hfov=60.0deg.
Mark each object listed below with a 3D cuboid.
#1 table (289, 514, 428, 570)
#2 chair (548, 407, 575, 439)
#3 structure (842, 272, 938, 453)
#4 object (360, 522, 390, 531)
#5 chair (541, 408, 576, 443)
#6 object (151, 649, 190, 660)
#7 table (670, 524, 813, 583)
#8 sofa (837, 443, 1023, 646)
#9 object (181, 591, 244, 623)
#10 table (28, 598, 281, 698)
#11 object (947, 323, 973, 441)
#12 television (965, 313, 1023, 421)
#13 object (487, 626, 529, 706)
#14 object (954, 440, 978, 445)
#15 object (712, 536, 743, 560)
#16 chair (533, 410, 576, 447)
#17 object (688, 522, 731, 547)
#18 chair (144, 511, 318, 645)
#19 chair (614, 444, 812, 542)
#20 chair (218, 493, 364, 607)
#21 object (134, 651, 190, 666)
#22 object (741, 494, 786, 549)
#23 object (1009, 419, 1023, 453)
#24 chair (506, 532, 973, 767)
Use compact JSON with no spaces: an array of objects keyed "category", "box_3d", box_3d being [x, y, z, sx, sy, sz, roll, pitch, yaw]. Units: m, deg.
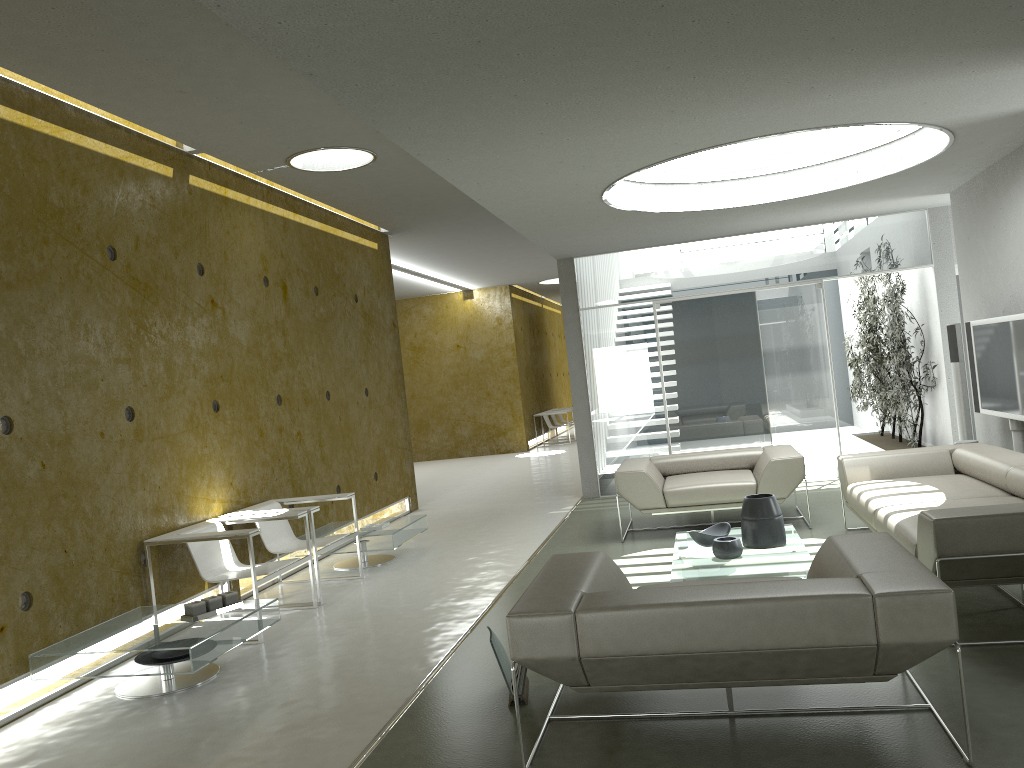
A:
[{"category":"table","box_3d":[-1.273,1.369,7.542,0.900,0.300,0.900,-6,0,12]},{"category":"chair","box_3d":[1.255,0.884,20.256,0.710,0.667,0.800,-6,0,12]},{"category":"structure","box_3d":[4.504,-0.429,10.933,0.646,2.589,3.371,-6,0,11]},{"category":"object","box_3d":[-1.139,1.189,7.376,0.197,0.029,0.189,-6,0,12]},{"category":"chair","box_3d":[1.079,0.904,19.418,0.710,0.667,0.800,-6,0,12]},{"category":"object","box_3d":[-1.717,1.376,4.534,0.239,0.027,0.239,-6,0,29]},{"category":"table","box_3d":[1.407,1.125,5.477,0.790,0.200,1.500,-6,0,12]},{"category":"sofa","box_3d":[2.667,0.791,5.200,1.037,0.585,2.791,-6,0,12]},{"category":"object","box_3d":[-1.651,1.215,4.882,0.118,0.097,0.326,-6,0,37]},{"category":"table","box_3d":[-1.858,1.438,4.754,0.900,0.300,0.900,-6,0,12]},{"category":"object","box_3d":[4.015,0.193,7.893,0.310,1.469,0.310,-6,0,39]},{"category":"television","box_3d":[3.797,-0.128,6.758,0.127,0.781,1.603,-6,0,12]},{"category":"object","box_3d":[0.000,1.239,3.960,0.216,0.288,0.329,-6,0,2]},{"category":"object","box_3d":[3.881,0.716,7.536,0.175,0.461,0.185,-6,0,6]},{"category":"object","box_3d":[1.286,0.981,5.296,0.177,0.113,0.177,-6,0,-7]},{"category":"chair","box_3d":[0.903,0.925,18.581,0.710,0.667,0.800,-6,0,12]},{"category":"object","box_3d":[1.274,0.976,5.691,0.317,0.125,0.223,-6,0,-41]},{"category":"chair","box_3d":[-1.793,1.245,5.750,0.710,0.667,0.800,-6,0,12]},{"category":"chair","box_3d":[1.670,0.900,7.482,1.481,0.583,1.039,-6,0,12]},{"category":"chair","box_3d":[-1.617,1.224,6.588,0.710,0.667,0.800,-6,0,12]},{"category":"object","box_3d":[-1.717,1.379,4.534,0.394,0.027,0.394,-6,0,-5]},{"category":"object","box_3d":[1.557,0.851,5.526,0.265,0.309,0.265,-6,0,-5]},{"category":"object","box_3d":[3.825,0.609,6.770,0.323,0.689,0.882,-6,0,12]},{"category":"chair","box_3d":[0.827,1.000,3.471,1.481,0.583,1.039,-6,0,12]}]
